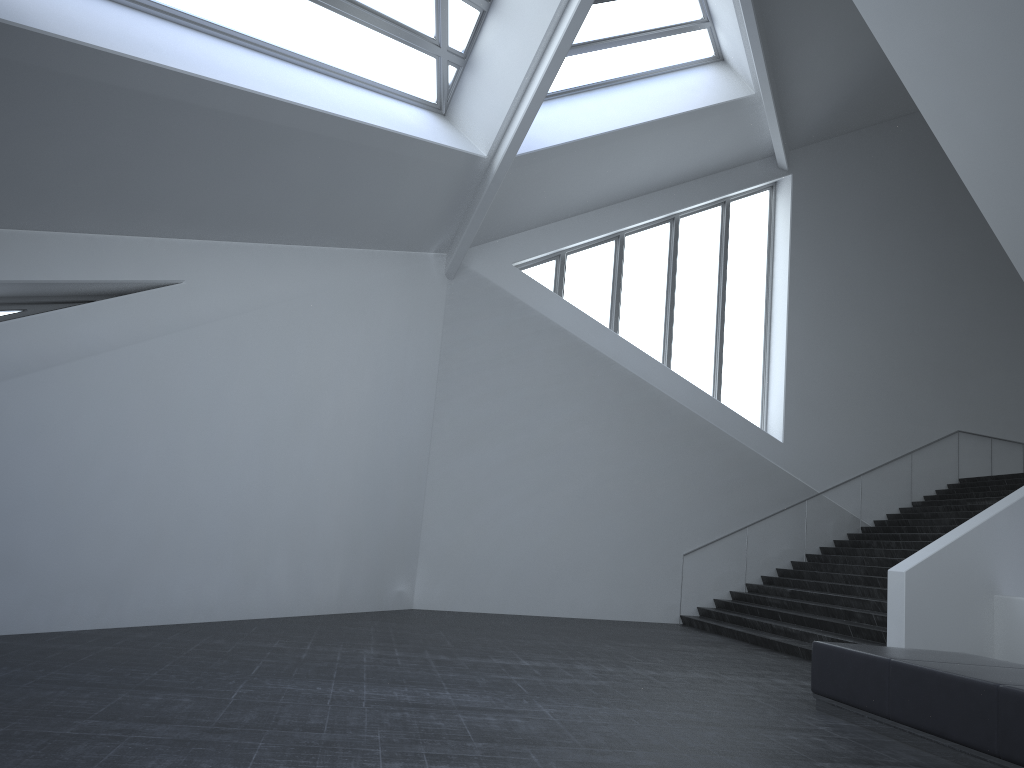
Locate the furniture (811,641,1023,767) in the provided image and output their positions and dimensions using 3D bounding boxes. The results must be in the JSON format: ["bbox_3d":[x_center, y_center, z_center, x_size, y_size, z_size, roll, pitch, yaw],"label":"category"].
[{"bbox_3d":[3.823,2.149,5.035,1.488,0.580,5.742,7,-10,-9],"label":"furniture"}]
